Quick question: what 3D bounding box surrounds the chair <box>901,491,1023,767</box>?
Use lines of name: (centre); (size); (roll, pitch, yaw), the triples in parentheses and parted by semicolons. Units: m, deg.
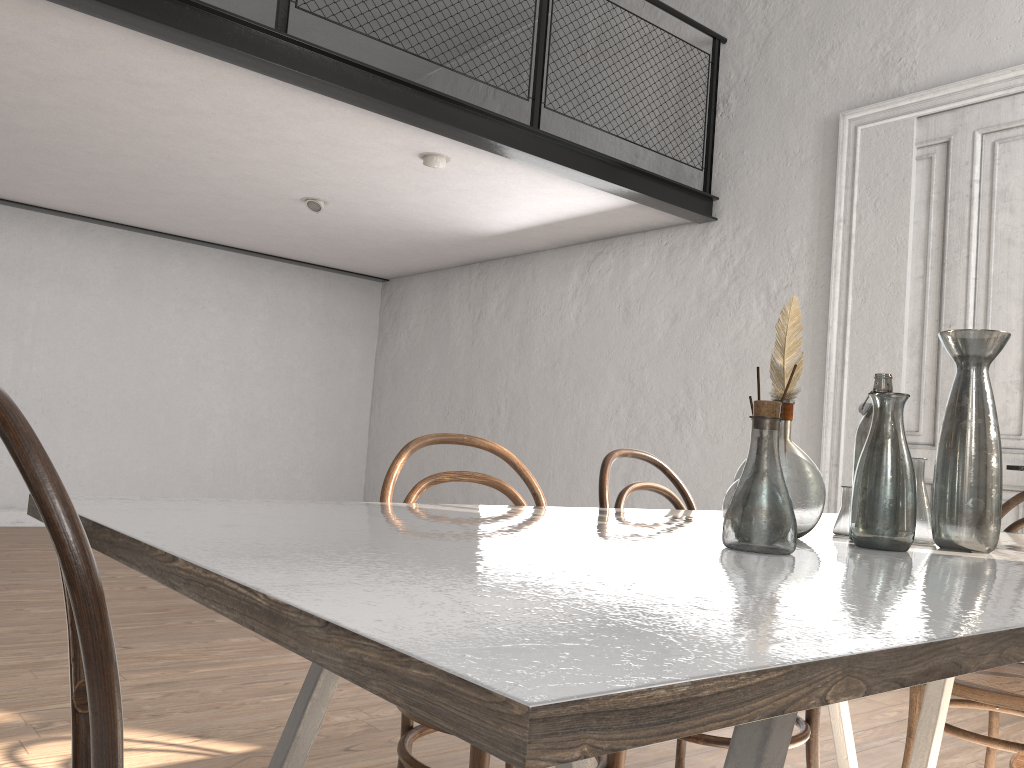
chair: (1.223, 0.690, 2.135); (0.549, 0.920, 0.438); (7, -4, -31)

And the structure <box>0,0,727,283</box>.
structure: (-2.235, -1.946, 5.461); (5.930, 1.212, 4.158); (8, -5, -39)

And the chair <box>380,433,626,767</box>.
chair: (-0.021, 0.561, 1.696); (0.438, 0.920, 0.549); (6, -4, -28)

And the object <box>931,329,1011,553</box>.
object: (0.807, 0.101, 1.565); (0.116, 0.382, 0.116); (6, -4, -28)

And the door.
door: (2.228, -0.018, 4.480); (0.216, 2.813, 1.097); (7, -5, -38)

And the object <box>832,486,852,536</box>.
object: (0.650, 0.244, 1.705); (0.058, 0.094, 0.058); (5, -4, -11)

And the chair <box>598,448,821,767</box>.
chair: (0.453, 0.622, 2.035); (0.438, 0.920, 0.549); (8, -5, -43)

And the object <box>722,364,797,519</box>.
object: (0.388, 0.106, 1.381); (0.107, 0.283, 0.107); (8, -5, -44)

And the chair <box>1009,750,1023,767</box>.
chair: (1.041, 0.615, 1.302); (0.438, 0.920, 0.549); (8, -5, -41)

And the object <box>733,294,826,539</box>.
object: (0.475, 0.043, 1.553); (0.157, 0.446, 0.157); (6, -4, -21)

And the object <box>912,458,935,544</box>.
object: (0.759, 0.219, 1.672); (0.083, 0.158, 0.083); (8, -5, -43)

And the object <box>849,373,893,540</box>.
object: (0.657, 0.132, 1.588); (0.086, 0.301, 0.086); (2, -5, 37)

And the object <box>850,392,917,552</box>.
object: (0.614, 0.143, 1.459); (0.100, 0.255, 0.098); (3, -4, 28)

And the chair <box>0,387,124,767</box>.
chair: (-0.294, 0.485, 0.928); (0.549, 0.920, 0.438); (6, -4, -26)

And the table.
table: (0.480, 0.655, 1.499); (2.201, 0.779, 1.100); (8, -5, -39)

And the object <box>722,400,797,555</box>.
object: (0.356, 0.130, 1.257); (0.101, 0.211, 0.101); (4, -4, 0)
